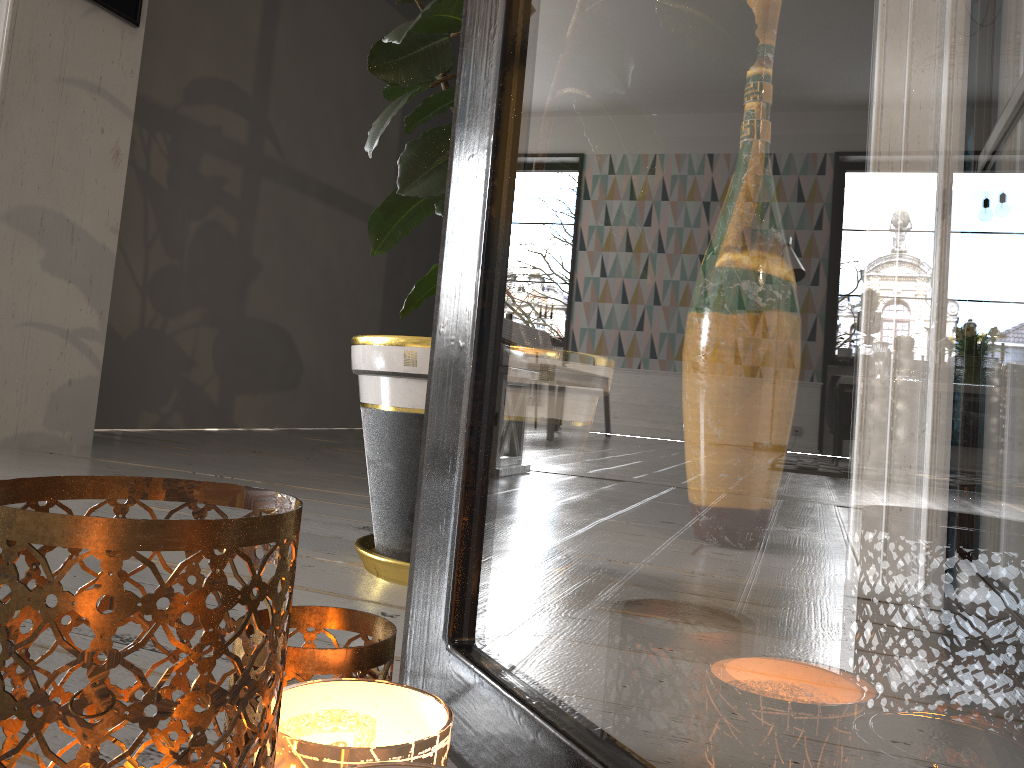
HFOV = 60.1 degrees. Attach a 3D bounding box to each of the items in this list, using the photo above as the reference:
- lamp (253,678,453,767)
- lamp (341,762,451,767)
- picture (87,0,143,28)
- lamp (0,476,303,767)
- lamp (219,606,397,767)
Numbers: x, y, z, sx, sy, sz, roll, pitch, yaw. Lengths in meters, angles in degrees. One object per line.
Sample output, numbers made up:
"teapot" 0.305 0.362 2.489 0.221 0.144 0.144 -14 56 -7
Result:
"lamp" -0.069 0.185 0.364 0.080 0.099 0.080 7 -4 -29
"lamp" -0.038 0.186 0.277 0.080 0.099 0.080 7 -4 -29
"picture" -0.182 -1.314 2.026 1.948 0.757 0.356 5 -4 20
"lamp" -0.138 0.133 0.307 0.115 0.188 0.114 4 -4 19
"lamp" -0.105 0.179 0.449 0.084 0.111 0.084 5 -3 -4
